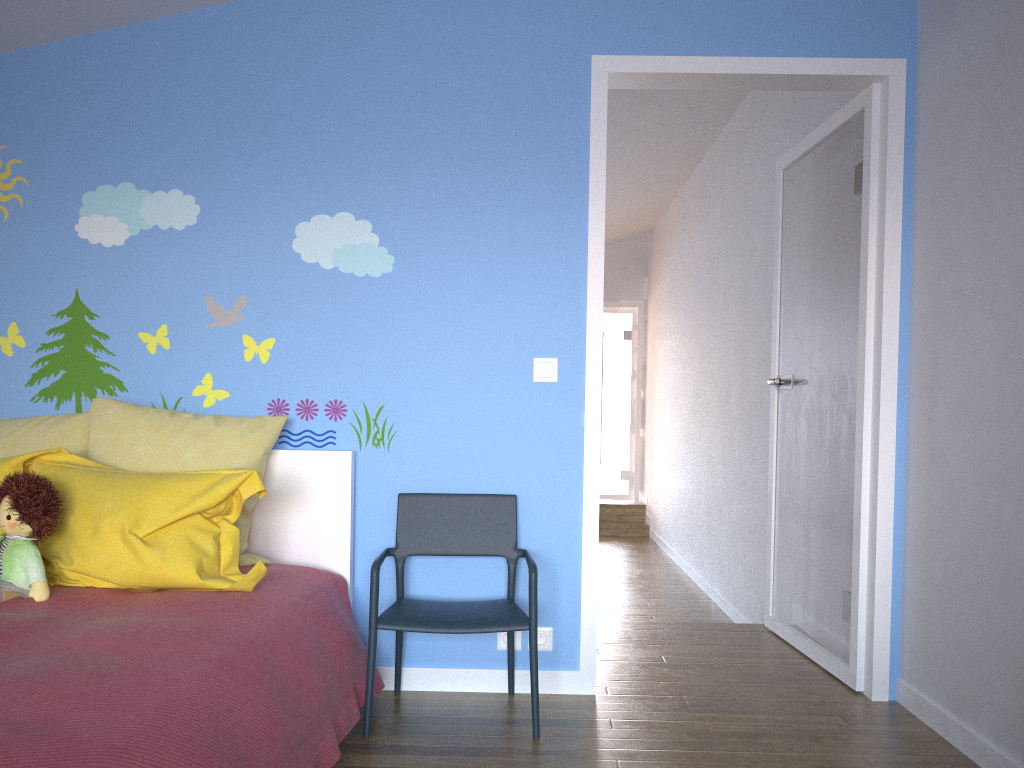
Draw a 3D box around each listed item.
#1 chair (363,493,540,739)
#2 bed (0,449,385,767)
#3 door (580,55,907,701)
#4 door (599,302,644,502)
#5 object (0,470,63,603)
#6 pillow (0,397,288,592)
[{"bbox_3d":[-0.177,0.694,2.753,0.512,0.675,0.416,1,1,-3],"label":"chair"},{"bbox_3d":[-1.314,0.579,1.809,1.926,0.812,2.317,1,-1,1],"label":"bed"},{"bbox_3d":[0.768,0.003,3.440,1.033,2.131,0.997,1,1,1],"label":"door"},{"bbox_3d":[0.864,0.190,9.524,1.033,2.131,0.162,1,1,1],"label":"door"},{"bbox_3d":[-1.256,0.385,2.189,0.286,0.342,0.251,1,0,35],"label":"object"},{"bbox_3d":[-1.315,0.301,2.586,1.345,0.532,0.679,1,-1,2],"label":"pillow"}]
